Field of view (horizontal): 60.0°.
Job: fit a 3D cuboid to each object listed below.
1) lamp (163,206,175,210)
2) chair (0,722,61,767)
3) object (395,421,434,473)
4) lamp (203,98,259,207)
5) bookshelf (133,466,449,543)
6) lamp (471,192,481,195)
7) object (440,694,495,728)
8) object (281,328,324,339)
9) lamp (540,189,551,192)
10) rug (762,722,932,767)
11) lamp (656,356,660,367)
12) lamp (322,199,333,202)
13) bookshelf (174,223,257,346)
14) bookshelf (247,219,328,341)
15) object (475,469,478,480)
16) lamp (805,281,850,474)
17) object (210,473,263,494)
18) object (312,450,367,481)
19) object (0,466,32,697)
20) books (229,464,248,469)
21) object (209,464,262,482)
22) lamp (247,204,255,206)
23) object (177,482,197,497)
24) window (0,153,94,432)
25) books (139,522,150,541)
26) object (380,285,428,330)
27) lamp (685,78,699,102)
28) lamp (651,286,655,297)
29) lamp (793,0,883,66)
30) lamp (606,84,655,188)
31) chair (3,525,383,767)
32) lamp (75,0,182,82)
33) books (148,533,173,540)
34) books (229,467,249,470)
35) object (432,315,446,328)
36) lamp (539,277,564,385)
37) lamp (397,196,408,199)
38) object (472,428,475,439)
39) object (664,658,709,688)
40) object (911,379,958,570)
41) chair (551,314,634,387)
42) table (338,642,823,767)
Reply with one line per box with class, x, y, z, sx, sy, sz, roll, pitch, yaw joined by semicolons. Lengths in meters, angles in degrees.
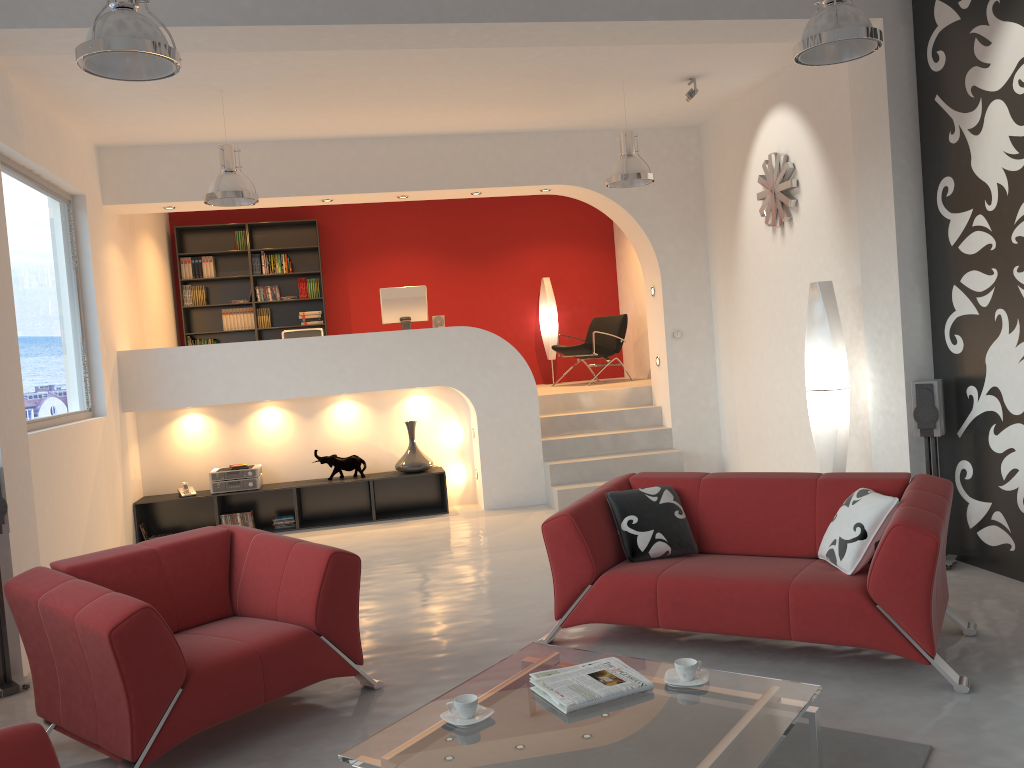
lamp;-3.089;-1.585;7.991;0.105;0.011;0.105;-5;2;-6
chair;-1.075;1.152;1.577;1.288;0.738;0.951;-3;3;40
object;-0.942;0.595;8.426;0.369;0.481;0.369;-2;3;45
lamp;-2.056;-1.712;6.390;0.379;0.800;0.379;-6;3;-39
bookshelf;-1.996;1.126;8.248;2.764;0.397;0.405;-5;2;-10
lamp;-0.342;-1.821;8.484;0.105;0.011;0.105;-5;2;-21
object;-0.147;1.067;2.914;0.153;0.069;0.153;-7;3;-44
object;-2.039;-0.428;8.706;0.397;0.217;0.458;-5;2;-10
lamp;0.325;-1.878;8.604;0.105;0.011;0.105;-5;2;-21
rug;0.281;1.360;2.866;1.700;0.025;1.700;-3;3;35
lamp;1.456;-0.225;8.853;0.011;0.105;0.105;-5;2;-10
lamp;-1.715;-1.703;8.238;0.105;0.011;0.105;-5;2;-21
bookshelf;-3.472;-0.768;10.578;0.816;2.213;0.305;-5;2;-10
bookshelf;-2.671;-0.837;10.722;0.816;2.213;0.305;-5;2;-10
object;-0.345;0.879;8.622;0.011;0.105;0.105;-5;2;-10
lamp;2.154;0.197;6.020;0.313;1.779;0.313;-5;2;-2
object;-2.526;0.912;8.143;0.430;0.100;0.365;-5;2;-10
object;-1.621;0.745;8.331;0.507;0.296;0.191;-4;2;5
object;-2.562;0.968;4.380;0.229;1.112;0.214;-2;3;45
books;-2.507;0.752;8.127;0.135;0.015;0.190;-6;3;-25
object;-2.535;0.814;8.147;0.430;0.077;0.349;-5;2;-10
lamp;-2.402;-1.644;8.115;0.105;0.011;0.105;-5;2;-21
object;-2.930;0.942;7.990;0.130;0.117;0.146;-6;3;-35
window;-3.308;-0.589;5.995;0.100;1.800;2.400;-5;2;-10
books;-3.289;1.336;7.945;0.063;0.187;0.135;-5;2;-10
object;-1.066;-0.734;8.793;0.458;0.452;0.230;-5;2;-10
lamp;1.418;-2.317;6.994;0.112;0.176;0.118;-3;3;32
lamp;1.401;-0.922;8.825;0.011;0.105;0.105;-5;2;-10
lamp;1.432;-1.888;3.969;0.379;0.800;0.379;-5;2;-17
lamp;0.895;-1.965;6.919;0.379;0.800;0.379;-6;3;-39
chair;-1.356;1.084;3.820;0.951;0.738;1.288;-3;3;40
lamp;-1.520;-1.635;3.439;0.379;0.800;0.379;-4;2;19
books;-3.175;1.376;8.018;0.190;0.015;0.135;-5;2;-10
books;-2.501;0.766;8.119;0.135;0.015;0.190;-6;3;-30
object;-0.740;-0.611;8.907;0.133;0.147;0.151;-6;3;-27
lamp;0.477;-0.671;11.255;0.237;1.349;0.237;-5;2;-2
lamp;-1.029;-1.762;8.361;0.105;0.011;0.105;-5;2;-21
object;-0.377;0.480;8.606;0.011;0.105;0.105;-5;2;-10
object;0.606;1.001;3.086;0.153;0.069;0.153;-4;2;16
object;2.512;0.533;5.298;0.214;1.112;0.229;-3;3;35
chair;0.932;-0.402;10.549;0.768;0.795;0.664;-6;3;-35
table;0.262;1.216;2.851;1.162;0.286;1.097;-3;3;35
